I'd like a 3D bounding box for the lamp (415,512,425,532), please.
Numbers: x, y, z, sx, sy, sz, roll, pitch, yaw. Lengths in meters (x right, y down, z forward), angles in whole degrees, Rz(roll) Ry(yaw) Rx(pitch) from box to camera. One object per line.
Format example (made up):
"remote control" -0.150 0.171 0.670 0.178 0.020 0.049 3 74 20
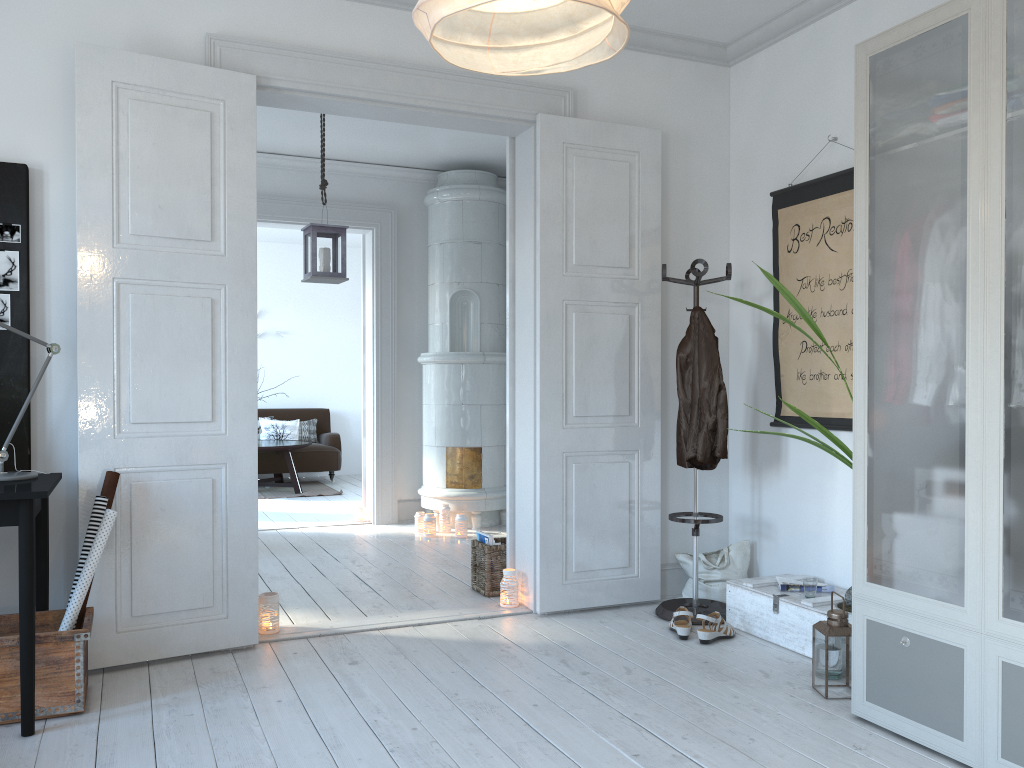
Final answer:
"lamp" -0.684 1.030 6.616 0.084 0.146 0.084 0 1 -19

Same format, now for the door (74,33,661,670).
"door" -0.531 -0.159 4.051 2.598 2.506 0.577 0 1 -23

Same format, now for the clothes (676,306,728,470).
"clothes" 0.879 0.022 4.108 0.237 0.770 0.211 0 1 10

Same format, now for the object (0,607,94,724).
"object" -1.750 0.944 2.922 0.664 0.282 0.339 0 0 -23

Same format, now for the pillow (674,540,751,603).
"pillow" 1.015 0.935 4.446 0.317 0.314 0.273 0 0 -23

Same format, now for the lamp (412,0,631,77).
"lamp" 0.018 -1.126 1.336 0.338 1.231 0.340 0 1 8

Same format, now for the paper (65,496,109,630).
"paper" -1.528 0.737 3.114 0.043 0.669 0.266 0 1 22

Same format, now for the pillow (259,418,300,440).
"pillow" -2.651 0.534 10.102 0.471 0.309 0.188 0 0 -23

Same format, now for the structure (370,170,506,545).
"structure" -0.431 -0.225 6.789 0.800 2.828 1.247 0 1 22

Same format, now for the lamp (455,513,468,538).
"lamp" -0.364 1.019 6.379 0.089 0.166 0.089 0 1 -24

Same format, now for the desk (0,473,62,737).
"desk" -2.078 0.707 2.777 1.159 0.759 0.651 0 0 -23

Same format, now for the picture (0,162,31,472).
"picture" -2.256 -0.237 3.151 0.953 1.172 0.064 0 1 -23

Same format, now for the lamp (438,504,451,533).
"lamp" -0.501 0.998 6.588 0.098 0.210 0.098 0 1 -19

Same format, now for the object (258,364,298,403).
"object" -2.618 0.085 9.190 0.525 1.066 0.845 0 1 37

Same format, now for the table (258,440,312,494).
"table" -2.742 0.866 9.215 1.300 0.503 1.300 0 0 -33

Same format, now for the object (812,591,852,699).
"object" 1.144 0.913 3.119 0.132 0.352 0.137 0 1 -1

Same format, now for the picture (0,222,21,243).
"picture" -1.872 -0.561 3.281 0.095 0.071 0.001 0 1 -23

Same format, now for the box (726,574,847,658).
"box" 1.252 0.980 3.789 0.376 0.218 0.641 0 0 -23

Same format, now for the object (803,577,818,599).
"object" 1.233 0.846 3.665 0.060 0.081 0.060 0 0 32

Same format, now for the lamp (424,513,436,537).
"lamp" -0.593 1.019 6.404 0.089 0.166 0.089 0 1 -22

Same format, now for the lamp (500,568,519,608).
"lamp" -0.013 0.994 4.317 0.093 0.180 0.093 0 1 -40

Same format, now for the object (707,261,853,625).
"object" 1.250 0.310 3.308 1.043 1.554 0.289 0 1 6

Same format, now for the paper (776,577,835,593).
"paper" 1.268 0.872 3.849 0.222 0.031 0.175 0 0 9

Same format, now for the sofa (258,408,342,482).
"sofa" -3.050 0.698 9.939 2.165 0.825 0.968 0 0 -23

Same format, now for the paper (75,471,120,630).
"paper" -1.531 0.695 3.188 0.048 0.747 0.297 0 1 22

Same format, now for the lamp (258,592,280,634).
"lamp" -1.056 0.996 3.852 0.089 0.166 0.089 0 1 -31

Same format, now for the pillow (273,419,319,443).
"pillow" -2.511 0.547 10.285 0.542 0.288 0.183 0 0 -23

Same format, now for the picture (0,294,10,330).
"picture" -1.908 -0.270 3.268 0.103 0.136 0.001 0 1 -23

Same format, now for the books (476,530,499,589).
"books" -0.065 0.930 4.692 0.201 0.300 0.179 0 1 -23

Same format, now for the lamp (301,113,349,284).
"lamp" -1.111 -1.491 5.248 0.228 1.762 0.228 0 1 -27

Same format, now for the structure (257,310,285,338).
"structure" -3.181 -0.643 10.370 1.025 0.478 0.085 0 1 -23

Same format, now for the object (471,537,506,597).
"object" -0.053 0.962 4.697 0.270 0.265 0.224 0 0 -23

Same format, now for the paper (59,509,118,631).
"paper" -1.504 0.754 3.060 0.041 0.627 0.283 1 1 45

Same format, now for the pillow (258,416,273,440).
"pillow" -2.949 0.543 10.055 0.473 0.347 0.158 0 1 -25

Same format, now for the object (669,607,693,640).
"object" 0.742 1.028 3.892 0.099 0.126 0.272 0 0 9

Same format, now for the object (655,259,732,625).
"object" 0.868 0.262 4.182 0.374 1.659 0.374 0 1 -16

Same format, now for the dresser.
"dresser" 1.663 -0.014 2.333 0.630 2.163 1.432 0 1 -23

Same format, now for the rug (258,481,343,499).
"rug" -2.751 1.091 9.242 1.710 0.055 1.456 0 0 -23

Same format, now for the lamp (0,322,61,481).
"lamp" -1.834 -0.027 3.006 0.230 0.716 0.616 0 1 37

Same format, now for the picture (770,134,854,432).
"picture" 1.424 -0.450 3.944 0.057 1.313 0.793 0 1 -23

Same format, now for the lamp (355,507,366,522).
"lamp" -1.209 1.042 7.074 0.093 0.110 0.093 0 0 -6

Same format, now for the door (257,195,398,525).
"door" -1.732 -0.145 6.817 2.598 2.506 0.577 0 1 -23

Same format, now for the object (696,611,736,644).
"object" 0.881 1.027 3.799 0.099 0.126 0.272 0 0 39

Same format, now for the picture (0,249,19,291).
"picture" -1.889 -0.423 3.274 0.121 0.153 0.002 0 1 -23
